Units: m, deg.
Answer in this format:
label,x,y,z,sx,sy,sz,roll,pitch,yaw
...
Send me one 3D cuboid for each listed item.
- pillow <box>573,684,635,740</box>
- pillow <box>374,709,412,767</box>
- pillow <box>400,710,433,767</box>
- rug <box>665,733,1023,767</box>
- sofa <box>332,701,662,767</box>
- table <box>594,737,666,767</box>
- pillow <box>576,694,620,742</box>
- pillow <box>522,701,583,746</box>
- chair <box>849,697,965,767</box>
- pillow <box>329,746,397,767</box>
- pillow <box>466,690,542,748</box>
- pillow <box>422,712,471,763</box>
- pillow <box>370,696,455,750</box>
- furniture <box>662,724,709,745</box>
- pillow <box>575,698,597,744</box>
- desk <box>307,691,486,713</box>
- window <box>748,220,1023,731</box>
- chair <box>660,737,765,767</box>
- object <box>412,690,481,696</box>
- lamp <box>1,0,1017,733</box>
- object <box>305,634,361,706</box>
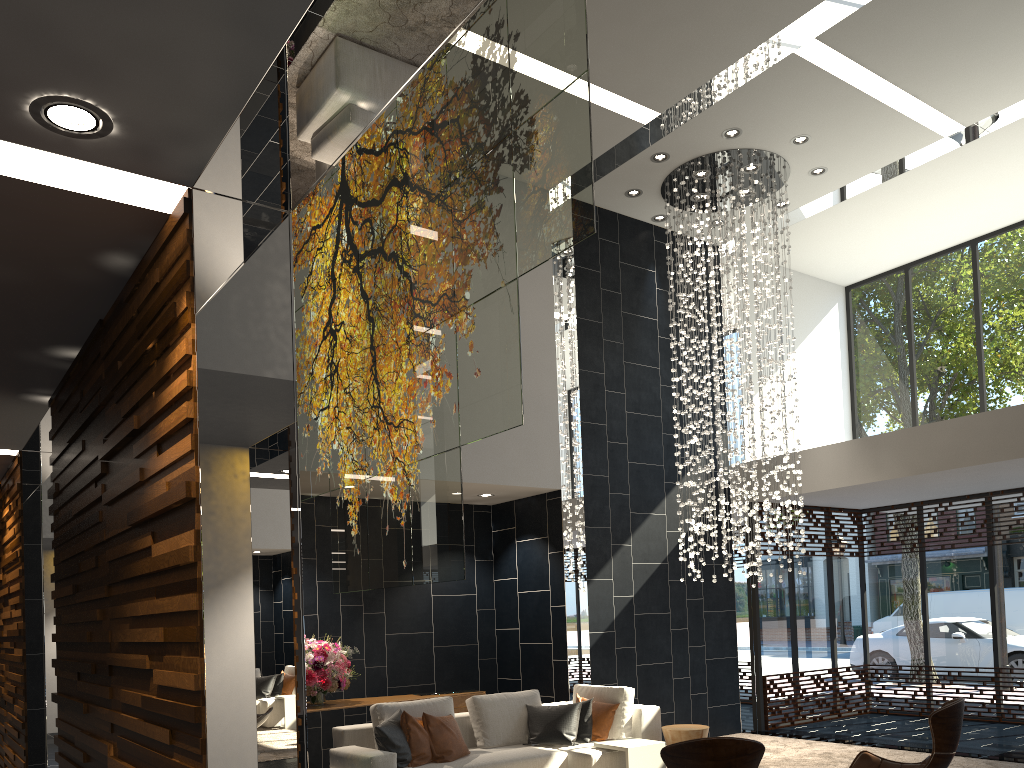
label,x,y,z,sx,sy,sz,roll,pitch,yaw
pillow,0.785,2.873,7.576,0.219,0.445,0.731,1,-11,-34
pillow,-0.859,2.640,6.413,0.256,0.402,0.570,-3,-11,12
pillow,-0.696,2.671,6.558,0.244,0.418,0.563,-4,-10,19
rug,2.797,3.634,8.292,2.350,0.006,3.511,8,-18,-34
sofa,-0.084,3.025,6.931,2.868,0.665,1.325,8,-16,-35
table,0.940,3.077,6.847,0.402,0.454,0.409,3,-10,-35
pillow,0.669,2.874,7.405,0.270,0.402,0.532,3,-11,-39
pillow,0.340,2.849,7.211,0.507,0.356,0.306,-5,-8,14
chair,2.338,2.366,5.270,0.794,0.907,0.688,-5,-7,22
pillow,-1.084,2.728,6.257,0.242,0.147,0.639,7,-17,-39
pillow,-0.024,2.848,7.352,0.723,0.426,0.296,6,-10,-34
pillow,-0.506,2.720,6.678,0.270,0.401,0.531,-5,-11,25
pillow,-0.759,2.728,6.832,0.724,0.441,0.252,6,-9,-35
furniture,1.462,3.133,7.221,0.393,0.508,0.402,-2,-7,-1
pillow,0.483,2.872,7.324,0.558,0.405,0.259,-7,-7,22
desk,-1.275,3.452,8.423,2.258,0.730,1.015,8,-14,-35
window,5.628,0.700,8.812,2.361,5.862,6.293,0,-9,-35
chair,1.006,2.132,4.224,0.675,0.906,0.810,-1,-8,-8
object,-0.649,3.172,8.856,0.712,0.026,0.249,5,-17,-25
lamp,-3.332,-44.554,4.796,398.807,111.000,413.308,0,-14,-10
object,-1.814,2.657,8.026,0.666,0.659,0.704,6,-12,-44
